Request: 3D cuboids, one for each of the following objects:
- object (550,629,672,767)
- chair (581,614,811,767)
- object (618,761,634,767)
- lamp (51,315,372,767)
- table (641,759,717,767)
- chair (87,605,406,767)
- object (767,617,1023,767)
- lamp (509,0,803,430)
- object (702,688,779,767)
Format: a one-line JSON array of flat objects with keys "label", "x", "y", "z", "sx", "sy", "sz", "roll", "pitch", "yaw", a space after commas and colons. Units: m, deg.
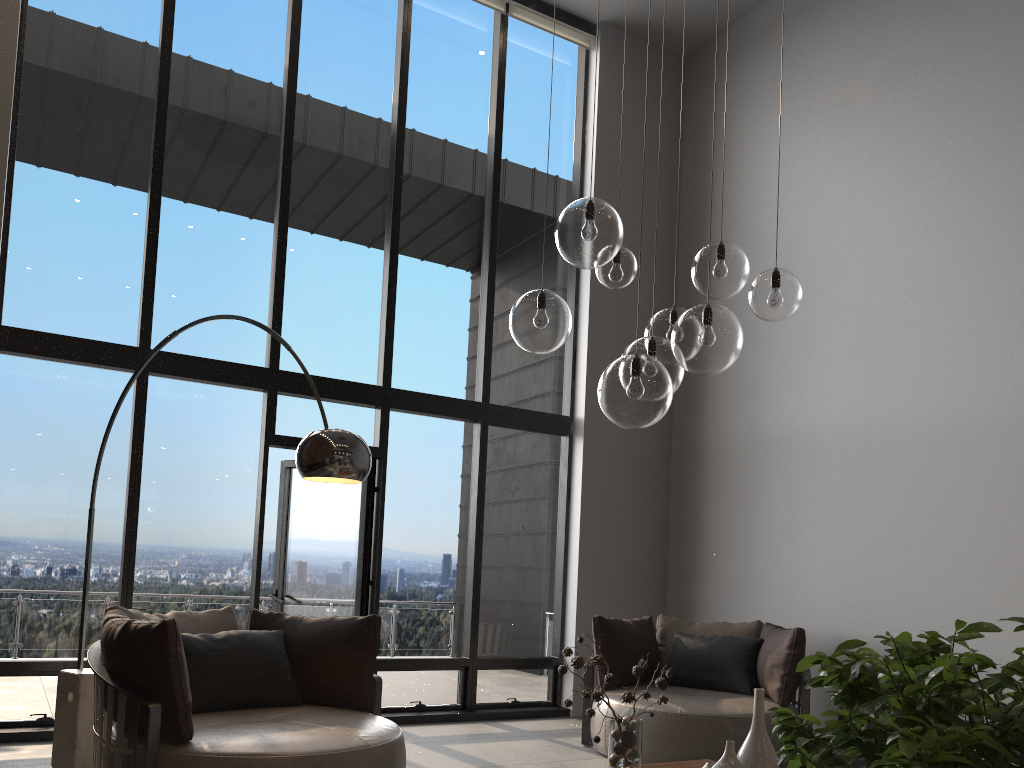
[{"label": "object", "x": 0.321, "y": 1.154, "z": 3.042, "sx": 0.317, "sy": 0.594, "sz": 0.551, "roll": -1, "pitch": -8, "yaw": 31}, {"label": "chair", "x": 1.244, "y": 2.036, "z": 5.905, "sx": 1.447, "sy": 0.885, "sz": 1.508, "roll": 5, "pitch": -10, "yaw": -13}, {"label": "object", "x": 0.308, "y": 1.267, "z": 2.680, "sx": 0.154, "sy": 0.208, "sz": 0.078, "roll": 5, "pitch": -5, "yaw": -20}, {"label": "lamp", "x": -1.469, "y": 0.816, "z": 4.210, "sx": 2.038, "sy": 2.302, "sz": 0.323, "roll": -3, "pitch": -6, "yaw": 36}, {"label": "table", "x": 0.461, "y": 1.651, "z": 3.113, "sx": 1.465, "sy": 0.349, "sz": 0.908, "roll": 10, "pitch": -13, "yaw": -30}, {"label": "chair", "x": -1.230, "y": 1.530, "z": 4.147, "sx": 1.481, "sy": 0.885, "sz": 1.473, "roll": 3, "pitch": -10, "yaw": -3}, {"label": "object", "x": 0.311, "y": 0.345, "z": 0.539, "sx": 0.309, "sy": 0.402, "sz": 0.276, "roll": 0, "pitch": -7, "yaw": 20}, {"label": "lamp", "x": 0.615, "y": -2.219, "z": 3.329, "sx": 1.240, "sy": 4.929, "sz": 1.237, "roll": 5, "pitch": -5, "yaw": -33}, {"label": "object", "x": 0.827, "y": 1.303, "z": 3.161, "sx": 0.317, "sy": 0.392, "sz": 0.324, "roll": 4, "pitch": -7, "yaw": -11}]
